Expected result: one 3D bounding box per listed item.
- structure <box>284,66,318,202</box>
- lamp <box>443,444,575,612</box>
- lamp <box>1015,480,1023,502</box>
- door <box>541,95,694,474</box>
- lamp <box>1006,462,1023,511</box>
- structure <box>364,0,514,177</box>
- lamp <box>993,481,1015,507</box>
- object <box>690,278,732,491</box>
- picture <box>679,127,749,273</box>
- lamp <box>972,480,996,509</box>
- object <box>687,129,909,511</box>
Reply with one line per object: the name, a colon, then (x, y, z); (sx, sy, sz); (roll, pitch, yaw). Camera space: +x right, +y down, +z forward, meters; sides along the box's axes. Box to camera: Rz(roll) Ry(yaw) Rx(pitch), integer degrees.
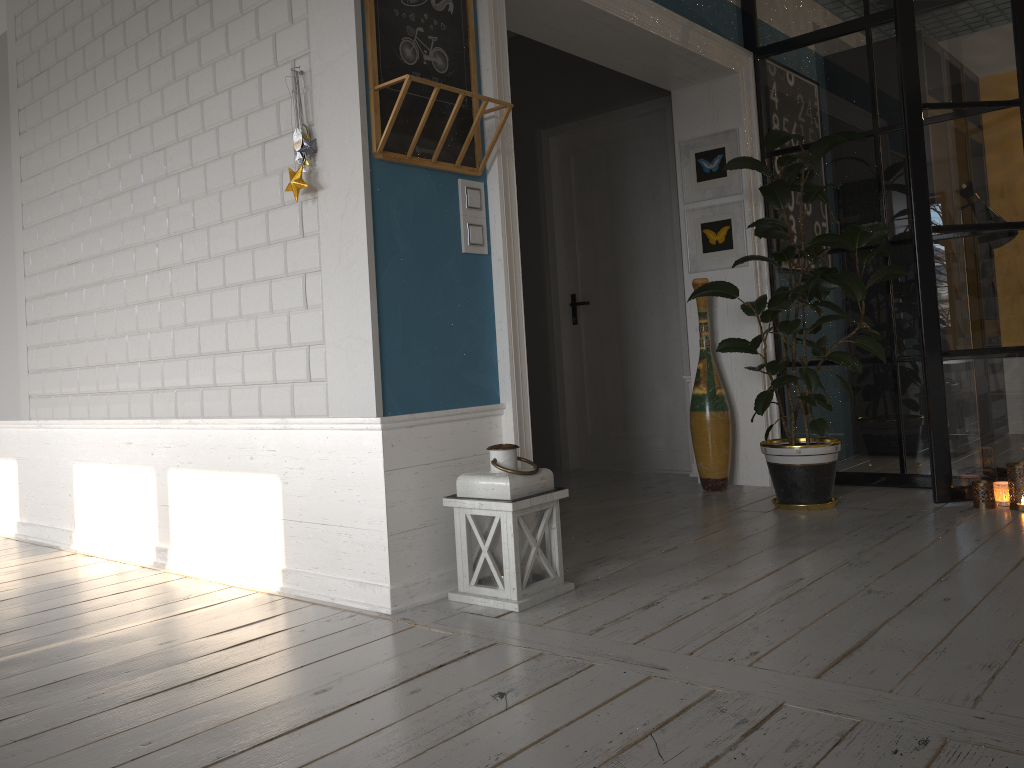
structure: (-0.697, -0.813, 2.891); (0.133, 0.448, 0.078); (-5, -3, 28)
lamp: (-0.014, 0.431, 2.821); (0.286, 0.479, 0.287); (-5, -2, 39)
lamp: (2.192, 0.465, 3.773); (0.081, 0.099, 0.080); (-3, -1, -9)
door: (0.719, -0.599, 5.725); (1.034, 2.312, 0.178); (-5, -3, 40)
lamp: (2.130, 0.426, 3.686); (0.114, 0.187, 0.115); (-5, -2, 39)
structure: (-0.232, -1.113, 2.926); (0.184, 0.777, 0.495); (-5, -2, 41)
lamp: (2.100, 0.471, 3.774); (0.081, 0.099, 0.080); (-3, -1, -9)
object: (1.038, 0.000, 4.693); (0.215, 1.126, 0.216); (-5, -3, 35)
picture: (0.484, -0.948, 4.147); (0.358, 0.754, 1.948); (-5, 0, 41)
lamp: (2.009, 0.472, 3.770); (0.084, 0.110, 0.084); (-4, -1, 16)
object: (2.596, -0.393, 3.176); (3.886, 1.798, 1.012); (-3, -1, 40)
